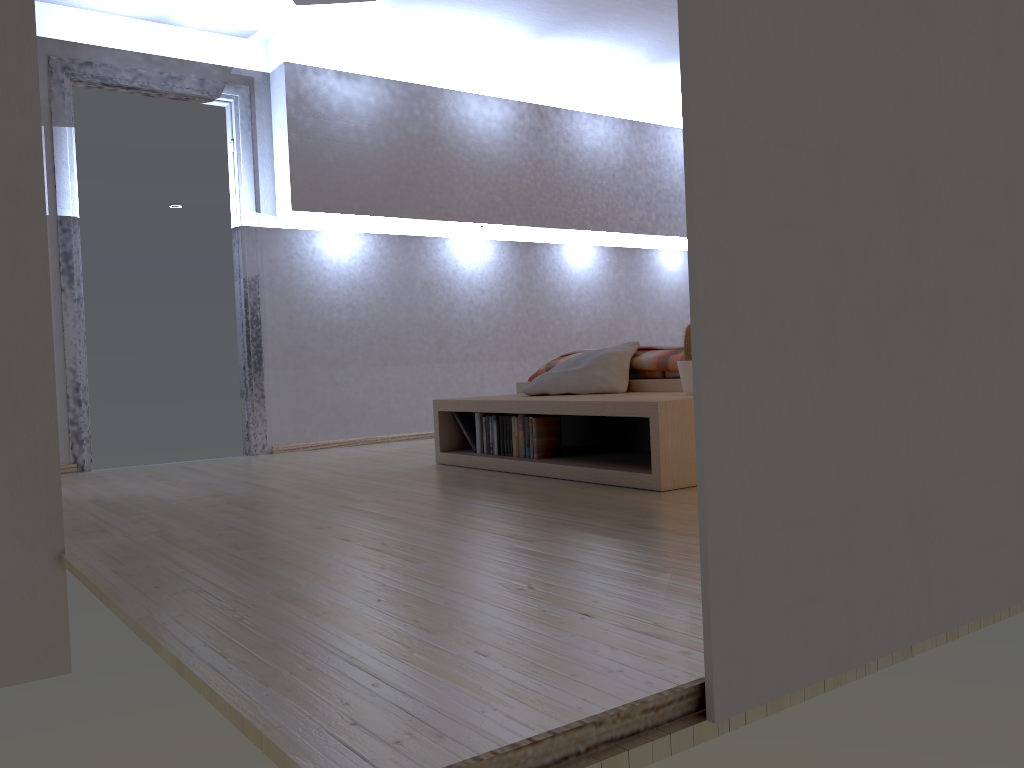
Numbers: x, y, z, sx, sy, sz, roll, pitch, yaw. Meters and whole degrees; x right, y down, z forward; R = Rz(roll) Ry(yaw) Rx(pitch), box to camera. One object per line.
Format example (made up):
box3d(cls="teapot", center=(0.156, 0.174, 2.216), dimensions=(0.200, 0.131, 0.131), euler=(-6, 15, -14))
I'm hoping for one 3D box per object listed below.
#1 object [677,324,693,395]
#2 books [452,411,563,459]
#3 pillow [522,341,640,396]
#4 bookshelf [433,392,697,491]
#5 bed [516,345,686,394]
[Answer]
box3d(cls="object", center=(0.704, -0.097, 3.398), dimensions=(0.144, 0.294, 0.144), euler=(-3, 1, -10))
box3d(cls="books", center=(-0.041, 0.216, 3.986), dimensions=(0.157, 0.193, 0.652), euler=(-3, 1, -35))
box3d(cls="pillow", center=(0.333, -0.070, 4.178), dimensions=(0.498, 0.241, 0.470), euler=(-2, 1, 20))
box3d(cls="bookshelf", center=(0.325, 0.202, 3.779), dimensions=(0.643, 0.303, 1.495), euler=(-3, 1, -35))
box3d(cls="bed", center=(1.798, -0.228, 4.827), dimensions=(3.009, 0.994, 2.087), euler=(-3, 1, -35))
